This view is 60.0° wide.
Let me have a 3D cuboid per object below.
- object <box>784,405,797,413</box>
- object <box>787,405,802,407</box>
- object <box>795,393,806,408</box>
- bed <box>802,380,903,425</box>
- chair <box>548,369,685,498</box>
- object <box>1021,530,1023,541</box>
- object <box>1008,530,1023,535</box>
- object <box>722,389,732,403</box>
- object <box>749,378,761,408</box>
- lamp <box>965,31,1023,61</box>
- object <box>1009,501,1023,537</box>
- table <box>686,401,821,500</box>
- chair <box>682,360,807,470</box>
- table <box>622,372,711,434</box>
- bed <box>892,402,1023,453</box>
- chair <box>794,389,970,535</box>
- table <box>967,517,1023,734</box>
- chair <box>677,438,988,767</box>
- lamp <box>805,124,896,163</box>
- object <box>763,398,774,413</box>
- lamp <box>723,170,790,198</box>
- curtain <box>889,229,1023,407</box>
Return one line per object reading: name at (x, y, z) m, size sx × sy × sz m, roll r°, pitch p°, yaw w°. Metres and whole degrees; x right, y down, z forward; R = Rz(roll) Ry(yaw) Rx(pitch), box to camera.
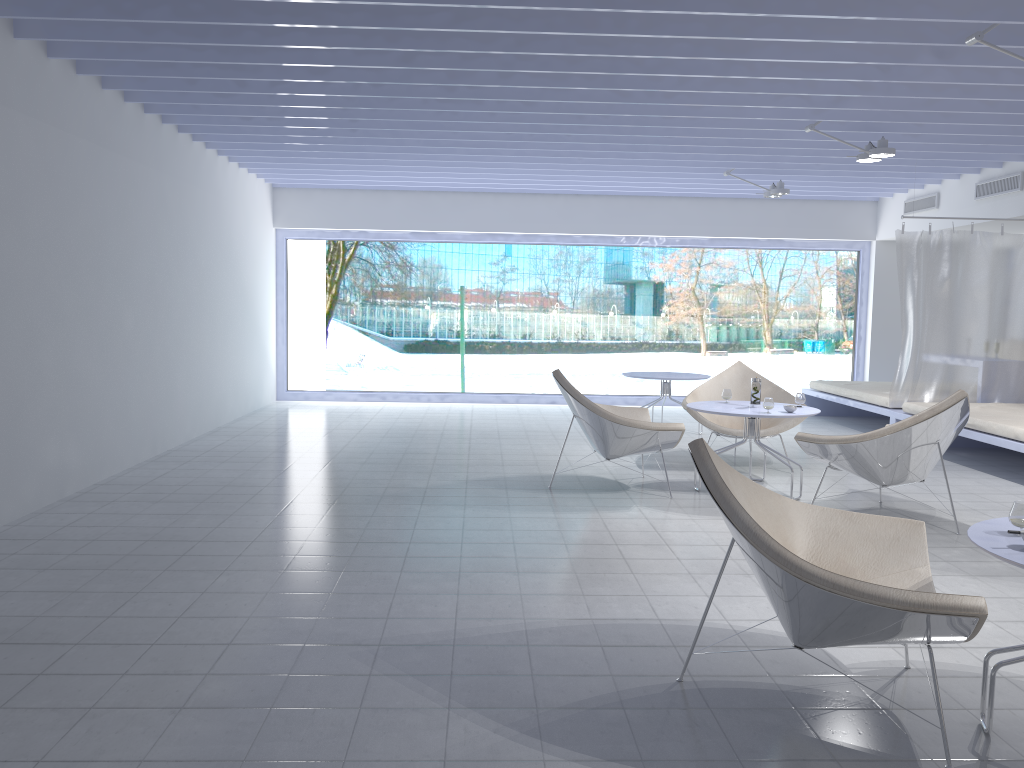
object at (1.690, 0.152, 5.384) m, size 0.082 × 0.043 × 0.082 m, roll -2°, pitch 6°, yaw -34°
object at (1.705, 0.135, 5.354) m, size 0.012 × 0.016 × 0.098 m, roll -3°, pitch 6°, yaw -36°
object at (1.851, 0.104, 5.697) m, size 0.068 × 0.091 × 0.068 m, roll 0°, pitch 5°, yaw -10°
bed at (4.284, 0.246, 8.852) m, size 2.022 × 0.422 × 2.200 m, roll 1°, pitch 5°, yaw -2°
chair at (0.611, 0.285, 5.664) m, size 0.753 × 0.759 × 0.906 m, roll 0°, pitch 5°, yaw -7°
object at (1.377, 0.411, 2.318) m, size 0.082 × 0.043 × 0.082 m, roll 1°, pitch 5°, yaw -1°
object at (1.345, 0.390, 2.320) m, size 0.098 × 0.016 × 0.012 m, roll 1°, pitch 5°, yaw -3°
object at (1.427, 0.079, 5.892) m, size 0.068 × 0.091 × 0.068 m, roll 3°, pitch 5°, yaw 20°
object at (1.555, 0.053, 5.656) m, size 0.075 × 0.189 × 0.075 m, roll 0°, pitch 5°, yaw -10°
lamp at (2.436, -1.528, 4.171) m, size 0.587 × 0.218 × 0.380 m, roll 1°, pitch 5°, yaw -2°
object at (1.419, 0.374, 2.465) m, size 0.068 × 0.091 × 0.068 m, roll 0°, pitch 5°, yaw -12°
table at (1.524, 0.415, 5.662) m, size 0.825 × 0.534 × 0.823 m, roll 0°, pitch 5°, yaw -11°
chair at (1.722, 0.221, 6.642) m, size 0.906 × 0.759 × 0.753 m, roll 2°, pitch 5°, yaw 8°
table at (1.446, 0.180, 8.375) m, size 0.825 × 0.534 × 0.823 m, roll 6°, pitch 7°, yaw 45°
bed at (4.346, 0.434, 6.651) m, size 2.016 × 0.427 × 2.200 m, roll 1°, pitch 5°, yaw -2°
chair at (2.149, 0.377, 4.911) m, size 0.906 × 0.759 × 0.753 m, roll -2°, pitch 6°, yaw -32°
table at (1.639, 0.705, 2.326) m, size 0.825 × 0.534 × 0.823 m, roll -1°, pitch 5°, yaw -25°
chair at (0.879, 0.552, 2.613) m, size 0.753 × 0.759 × 0.906 m, roll 2°, pitch 5°, yaw 15°
lamp at (2.363, -1.708, 6.252) m, size 0.587 × 0.218 × 0.380 m, roll 1°, pitch 5°, yaw -2°
object at (1.543, 0.129, 5.335) m, size 0.068 × 0.091 × 0.068 m, roll 3°, pitch 5°, yaw 26°
lamp at (2.289, -1.890, 8.352) m, size 0.587 × 0.218 × 0.380 m, roll 1°, pitch 5°, yaw -2°
curtain at (4.273, -0.551, 7.677) m, size 2.050 × 1.552 × 0.151 m, roll 1°, pitch 5°, yaw -2°
